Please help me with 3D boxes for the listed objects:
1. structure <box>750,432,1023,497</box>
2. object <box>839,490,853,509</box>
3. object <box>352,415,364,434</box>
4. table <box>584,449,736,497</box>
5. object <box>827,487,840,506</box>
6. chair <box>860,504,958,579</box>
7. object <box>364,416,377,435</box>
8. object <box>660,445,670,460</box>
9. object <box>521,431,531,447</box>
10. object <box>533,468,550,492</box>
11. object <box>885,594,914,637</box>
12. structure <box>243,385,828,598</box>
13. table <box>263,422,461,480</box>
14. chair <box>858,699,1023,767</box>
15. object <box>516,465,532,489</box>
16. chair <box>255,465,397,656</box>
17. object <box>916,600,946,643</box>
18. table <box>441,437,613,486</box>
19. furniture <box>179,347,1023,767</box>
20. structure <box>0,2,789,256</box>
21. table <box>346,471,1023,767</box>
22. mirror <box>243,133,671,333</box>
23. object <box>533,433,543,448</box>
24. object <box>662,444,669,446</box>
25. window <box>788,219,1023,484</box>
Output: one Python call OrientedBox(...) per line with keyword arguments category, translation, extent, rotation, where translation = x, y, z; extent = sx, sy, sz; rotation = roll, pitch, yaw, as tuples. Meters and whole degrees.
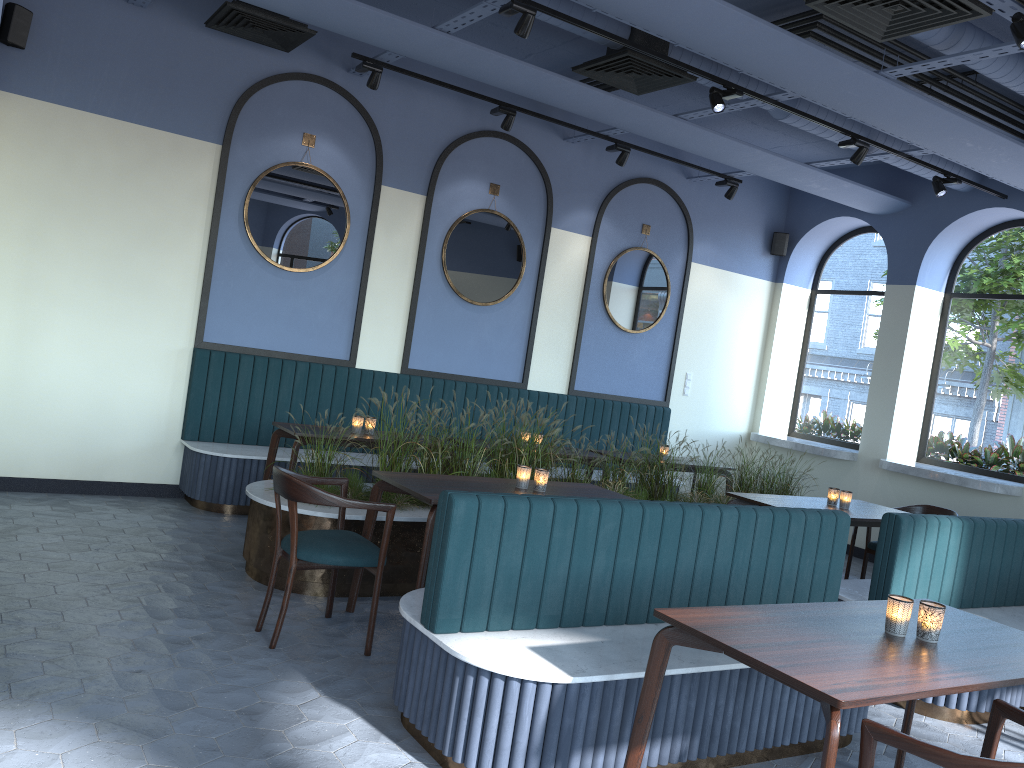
OrientedBox(category="structure", translation=(2.513, 0.798, 2.850), extent=(4.315, 0.080, 14.155), rotation=(9, 2, 19))
OrientedBox(category="object", translation=(2.290, 0.796, 6.090), extent=(0.078, 0.120, 0.078), rotation=(8, 2, -15))
OrientedBox(category="object", translation=(-1.078, 0.283, 6.184), extent=(0.078, 0.120, 0.078), rotation=(8, 2, -15))
OrientedBox(category="table", translation=(1.267, 1.025, 7.730), extent=(1.332, 0.755, 0.548), rotation=(7, 2, -32))
OrientedBox(category="object", translation=(2.235, 0.785, 6.170), extent=(0.078, 0.120, 0.078), rotation=(8, 2, -15))
OrientedBox(category="chair", translation=(3.017, 1.310, 6.668), extent=(0.525, 0.793, 0.618), rotation=(7, 2, -33))
OrientedBox(category="object", translation=(-0.999, 0.293, 6.240), extent=(0.078, 0.120, 0.078), rotation=(8, 2, -15))
OrientedBox(category="object", translation=(1.311, 0.592, 7.650), extent=(0.078, 0.120, 0.078), rotation=(10, 3, 41))
OrientedBox(category="object", translation=(0.105, 0.433, 6.988), extent=(0.078, 0.120, 0.078), rotation=(10, 3, 41))
OrientedBox(category="object", translation=(0.156, 0.519, 4.789), extent=(0.078, 0.120, 0.078), rotation=(10, 3, 41))
OrientedBox(category="object", translation=(1.254, 0.753, 2.881), extent=(0.078, 0.120, 0.078), rotation=(10, 3, 41))
OrientedBox(category="structure", translation=(0.579, 0.743, 6.296), extent=(4.878, 1.207, 1.143), rotation=(7, 2, -31))
OrientedBox(category="table", translation=(-1.063, 0.725, 6.246), extent=(1.285, 0.755, 0.548), rotation=(7, 2, -32))
OrientedBox(category="chair", translation=(1.178, 1.192, 2.176), extent=(0.618, 0.793, 0.525), rotation=(7, 2, -33))
OrientedBox(category="object", translation=(0.061, 0.504, 4.805), extent=(0.078, 0.120, 0.078), rotation=(10, 3, 41))
OrientedBox(category="chair", translation=(-0.903, 0.806, 4.172), extent=(0.525, 0.793, 0.618), rotation=(7, 2, -33))
OrientedBox(category="object", translation=(1.350, 0.769, 2.865), extent=(0.078, 0.120, 0.078), rotation=(10, 3, 41))
OrientedBox(category="table", translation=(0.093, 0.874, 6.983), extent=(1.332, 0.755, 0.548), rotation=(7, 2, -32))
OrientedBox(category="furniture", translation=(0.753, 0.808, 6.009), extent=(4.800, 1.150, 4.703), rotation=(7, 2, -32))
OrientedBox(category="structure", translation=(-0.212, -1.807, 3.951), extent=(7.261, 0.268, 13.143), rotation=(10, 3, 41))
OrientedBox(category="table", translation=(0.019, 1.019, 2.606), extent=(3.997, 0.755, 9.778), rotation=(10, 3, 41))
OrientedBox(category="mirror", translation=(-0.197, -1.237, 7.917), extent=(4.357, 1.089, 0.026), rotation=(7, 2, -32))
OrientedBox(category="object", translation=(0.200, 0.448, 6.971), extent=(0.078, 0.120, 0.078), rotation=(10, 3, 41))
OrientedBox(category="object", translation=(1.328, 0.591, 7.746), extent=(0.078, 0.120, 0.078), rotation=(10, 3, 41))
OrientedBox(category="window", translation=(2.908, -0.381, 2.754), extent=(3.897, 2.394, 14.212), rotation=(9, 2, 18))
